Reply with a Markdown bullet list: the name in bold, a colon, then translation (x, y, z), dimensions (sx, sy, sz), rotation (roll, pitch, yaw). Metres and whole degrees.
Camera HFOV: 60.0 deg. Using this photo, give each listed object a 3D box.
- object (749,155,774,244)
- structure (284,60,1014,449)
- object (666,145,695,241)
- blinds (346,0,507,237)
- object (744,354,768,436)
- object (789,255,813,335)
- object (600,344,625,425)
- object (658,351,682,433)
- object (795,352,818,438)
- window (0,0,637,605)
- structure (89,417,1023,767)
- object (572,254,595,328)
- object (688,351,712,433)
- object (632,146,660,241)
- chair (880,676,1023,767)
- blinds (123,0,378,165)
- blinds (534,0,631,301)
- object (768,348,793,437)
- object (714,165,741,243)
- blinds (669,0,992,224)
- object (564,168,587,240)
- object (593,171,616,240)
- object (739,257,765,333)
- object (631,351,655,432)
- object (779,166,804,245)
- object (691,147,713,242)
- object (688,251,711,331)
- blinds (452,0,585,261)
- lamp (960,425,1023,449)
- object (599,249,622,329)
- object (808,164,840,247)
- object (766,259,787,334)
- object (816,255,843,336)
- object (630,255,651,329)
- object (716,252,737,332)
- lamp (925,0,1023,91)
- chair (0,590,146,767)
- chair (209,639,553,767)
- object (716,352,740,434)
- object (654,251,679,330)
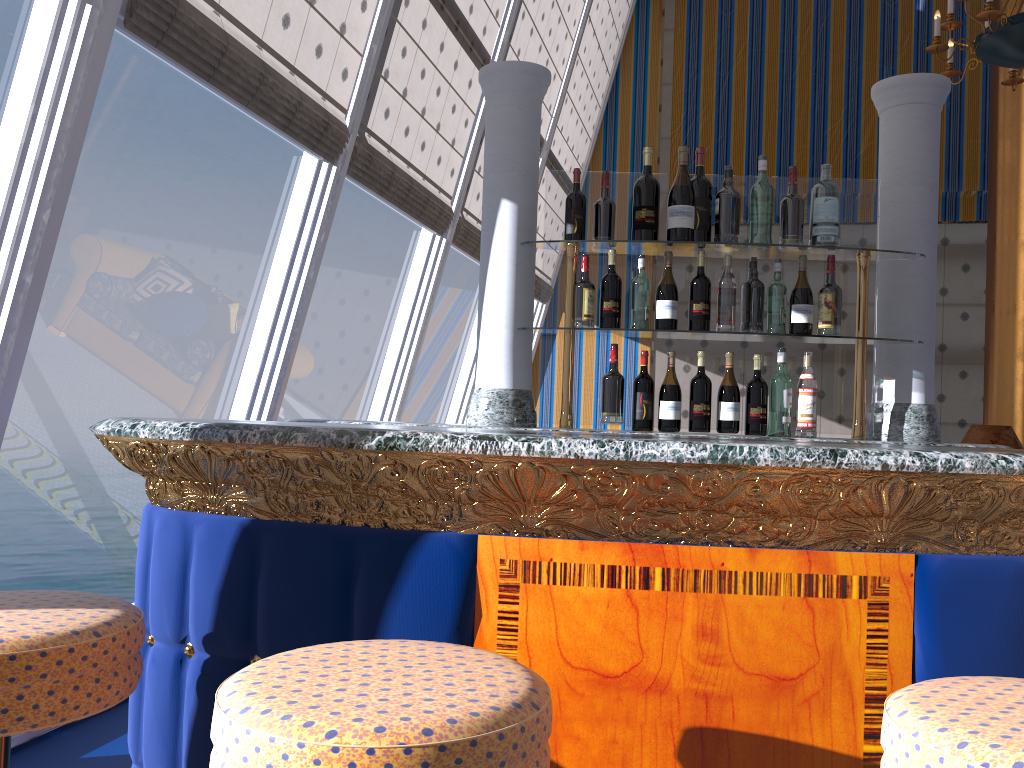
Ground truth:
- **object**: translation (0.740, -0.541, 2.630), dimensions (0.068, 0.271, 0.070), rotation (1, -2, 24)
- **structure**: translation (0.409, 0.117, 2.814), dimensions (2.308, 2.195, 0.771), rotation (2, -2, 4)
- **object**: translation (0.510, -0.563, 2.663), dimensions (0.085, 0.302, 0.085), rotation (2, -2, 8)
- **blinds**: translation (-0.089, -2.583, 4.541), dimensions (0.870, 3.393, 1.372), rotation (2, -2, 14)
- **object**: translation (0.734, 0.033, 2.659), dimensions (0.065, 0.244, 0.065), rotation (2, -2, -5)
- **object**: translation (0.861, -0.261, 2.639), dimensions (0.068, 0.244, 0.068), rotation (2, -2, -5)
- **object**: translation (0.304, 0.000, 2.666), dimensions (0.071, 0.242, 0.071), rotation (2, -2, -5)
- **object**: translation (0.476, 0.023, 2.665), dimensions (0.068, 0.244, 0.068), rotation (2, -2, -5)
- **object**: translation (0.887, 0.032, 2.667), dimensions (0.061, 0.258, 0.061), rotation (2, -2, 14)
- **window**: translation (-1.311, -1.858, 0.932), dimensions (1.611, 5.854, 15.544), rotation (2, -2, 14)
- **structure**: translation (0.300, 0.636, 1.712), dimensions (2.309, 1.064, 0.770), rotation (2, -2, 2)
- **object**: translation (0.218, -0.276, 2.666), dimensions (0.066, 0.225, 0.065), rotation (3, -2, -17)
- **object**: translation (0.563, 0.023, 2.649), dimensions (0.065, 0.244, 0.065), rotation (2, -2, -5)
- **object**: translation (0.407, -0.566, 2.686), dimensions (0.081, 0.302, 0.082), rotation (2, -2, 19)
- **chair**: translation (0.602, 0.755, 0.966), dimensions (0.402, 0.781, 0.395), rotation (3, -2, -27)
- **blinds**: translation (-0.442, -2.652, 3.106), dimensions (0.870, 3.393, 1.372), rotation (2, -2, 14)
- **blinds**: translation (0.638, -2.442, 7.493), dimensions (0.870, 3.393, 1.372), rotation (2, -2, 14)
- **object**: translation (0.810, 0.025, 2.675), dimensions (0.069, 0.269, 0.068), rotation (3, -2, -26)
- **object**: translation (0.646, -0.530, 2.657), dimensions (0.077, 0.247, 0.076), rotation (3, -2, -23)
- **blinds**: translation (2.744, -2.861, 7.687), dimensions (2.648, 2.989, 0.153), rotation (2, -2, 13)
- **object**: translation (0.198, -0.545, 2.747), dimensions (0.065, 0.244, 0.066), rotation (2, -2, 17)
- **object**: translation (0.289, -0.542, 2.771), dimensions (0.073, 0.246, 0.072), rotation (3, -2, -27)
- **object**: translation (0.717, -0.262, 2.648), dimensions (0.071, 0.232, 0.071), rotation (2, -2, -8)
- **object**: translation (0.397, 0.021, 2.681), dimensions (0.065, 0.244, 0.066), rotation (2, -2, 17)
- **object**: translation (0.836, -0.526, 2.647), dimensions (0.073, 0.246, 0.072), rotation (3, -2, -27)
- **object**: translation (0.564, -0.562, 2.676), dimensions (0.080, 0.302, 0.082), rotation (1, -2, 30)
- **object**: translation (0.562, -0.275, 2.648), dimensions (0.065, 0.244, 0.065), rotation (2, -2, -5)
- **blinds**: translation (0.281, -2.511, 6.046), dimensions (0.870, 3.393, 1.372), rotation (2, -2, 14)
- **lamp**: translation (2.930, 0.645, 5.439), dimensions (0.446, 0.783, 0.446), rotation (2, -2, -2)
- **object**: translation (0.299, -0.284, 2.675), dimensions (0.065, 0.244, 0.065), rotation (2, -2, -5)
- **object**: translation (0.941, -0.530, 2.664), dimensions (0.092, 0.259, 0.092), rotation (2, -2, -3)
- **object**: translation (0.792, -0.259, 2.653), dimensions (0.059, 0.230, 0.058), rotation (3, -2, -27)
- **object**: translation (0.941, -0.259, 2.624), dimensions (0.071, 0.244, 0.072), rotation (1, -2, 34)
- **object**: translation (0.387, -0.273, 2.669), dimensions (0.059, 0.230, 0.058), rotation (3, -2, -27)
- **object**: translation (0.638, -0.270, 2.634), dimensions (0.057, 0.239, 0.056), rotation (3, -2, -12)
- **lamp**: translation (2.733, -2.748, 4.515), dimensions (1.063, 2.421, 1.055), rotation (2, -2, -10)
- **chair**: translation (-0.760, 0.717, 1.280), dimensions (0.402, 0.781, 0.394), rotation (4, -2, -38)
- **chair**: translation (-0.162, 0.730, 1.043), dimensions (0.402, 0.781, 0.394), rotation (4, -2, -38)
- **object**: translation (0.650, 0.026, 2.657), dimensions (0.068, 0.244, 0.068), rotation (2, -2, -5)
- **object**: translation (0.464, -0.275, 2.654), dimensions (0.068, 0.244, 0.068), rotation (2, -2, -5)
